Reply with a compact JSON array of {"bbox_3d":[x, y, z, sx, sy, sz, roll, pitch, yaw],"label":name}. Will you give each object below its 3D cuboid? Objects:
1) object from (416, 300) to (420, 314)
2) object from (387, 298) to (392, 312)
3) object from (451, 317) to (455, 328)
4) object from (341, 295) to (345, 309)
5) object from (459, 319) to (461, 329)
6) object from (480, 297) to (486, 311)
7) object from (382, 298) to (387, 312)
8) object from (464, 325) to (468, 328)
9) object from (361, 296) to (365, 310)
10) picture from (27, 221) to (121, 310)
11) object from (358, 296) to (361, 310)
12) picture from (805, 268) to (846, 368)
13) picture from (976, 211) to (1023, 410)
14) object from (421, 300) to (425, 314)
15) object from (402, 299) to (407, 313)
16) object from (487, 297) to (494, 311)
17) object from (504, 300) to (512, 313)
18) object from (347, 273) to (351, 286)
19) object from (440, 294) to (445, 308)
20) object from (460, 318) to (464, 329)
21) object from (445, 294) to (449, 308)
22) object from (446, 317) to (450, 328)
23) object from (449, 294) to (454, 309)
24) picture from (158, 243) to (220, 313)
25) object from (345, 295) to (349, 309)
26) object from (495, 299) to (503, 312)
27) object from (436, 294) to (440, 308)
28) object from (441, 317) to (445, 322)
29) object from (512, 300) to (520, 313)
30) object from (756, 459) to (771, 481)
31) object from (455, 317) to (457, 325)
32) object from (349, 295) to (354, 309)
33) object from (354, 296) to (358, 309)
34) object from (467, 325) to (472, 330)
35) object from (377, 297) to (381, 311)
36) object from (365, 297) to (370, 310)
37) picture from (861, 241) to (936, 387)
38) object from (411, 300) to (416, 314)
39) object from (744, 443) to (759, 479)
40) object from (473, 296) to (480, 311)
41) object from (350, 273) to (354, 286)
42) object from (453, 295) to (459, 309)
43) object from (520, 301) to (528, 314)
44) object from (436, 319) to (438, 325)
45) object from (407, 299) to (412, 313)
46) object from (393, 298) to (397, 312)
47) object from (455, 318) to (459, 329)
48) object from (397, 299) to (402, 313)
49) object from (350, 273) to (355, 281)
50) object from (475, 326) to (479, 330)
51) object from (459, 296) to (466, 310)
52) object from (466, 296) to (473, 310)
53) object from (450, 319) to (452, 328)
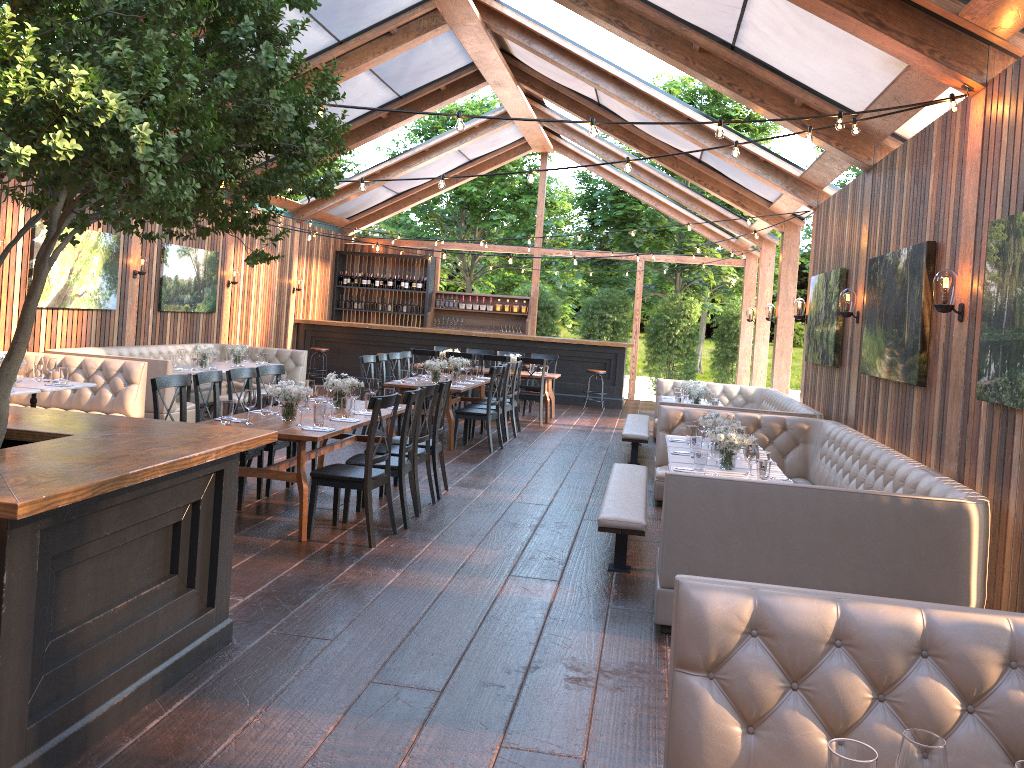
[{"bbox_3d":[-2.085,-1.711,19.645,0.094,0.308,0.094,4,1,10],"label":"object"},{"bbox_3d":[-2.731,-1.766,19.759,0.094,0.308,0.094,4,1,6],"label":"object"},{"bbox_3d":[-1.324,-1.364,19.716,0.092,0.244,0.092,4,1,-16],"label":"object"},{"bbox_3d":[-3.802,-1.854,19.930,0.094,0.308,0.094,4,1,14],"label":"object"},{"bbox_3d":[-1.143,-1.358,19.794,0.092,0.244,0.092,4,1,-16],"label":"object"},{"bbox_3d":[-0.642,-1.783,19.704,0.138,0.311,0.138,4,1,3],"label":"object"},{"bbox_3d":[-2.847,-1.777,19.795,0.094,0.308,0.094,4,1,9],"label":"object"},{"bbox_3d":[-1.020,-1.273,19.770,0.124,0.096,0.124,5,3,20],"label":"object"},{"bbox_3d":[-3.343,-1.816,19.857,0.095,0.308,0.094,5,1,30],"label":"object"},{"bbox_3d":[-5.401,-1.436,10.992,0.065,0.996,1.653,4,3,9],"label":"picture"},{"bbox_3d":[-3.425,-1.828,19.930,0.094,0.308,0.094,4,1,-27],"label":"object"},{"bbox_3d":[3.377,-0.710,9.593,0.065,0.996,1.653,4,3,9],"label":"picture"},{"bbox_3d":[2.523,-0.354,4.126,0.065,0.996,1.653,4,3,9],"label":"picture"},{"bbox_3d":[-1.977,-1.705,19.664,0.095,0.308,0.094,5,1,35],"label":"object"},{"bbox_3d":[-2.394,-1.739,19.720,0.094,0.308,0.094,4,1,-27],"label":"object"},{"bbox_3d":[-0.482,-1.772,19.700,0.138,0.311,0.138,4,1,13],"label":"object"},{"bbox_3d":[-0.100,-1.729,19.652,0.176,0.288,0.109,4,1,14],"label":"object"},{"bbox_3d":[-3.667,-2.351,19.896,0.077,0.307,0.077,4,1,25],"label":"object"},{"bbox_3d":[-1.552,-1.864,19.853,0.094,0.318,0.094,4,1,24],"label":"object"},{"bbox_3d":[-1.119,-1.347,19.682,0.092,0.244,0.092,4,1,-16],"label":"object"},{"bbox_3d":[-1.447,-1.857,19.867,0.094,0.318,0.094,4,1,4],"label":"object"},{"bbox_3d":[-1.433,-1.373,19.725,0.092,0.244,0.092,5,1,29],"label":"object"},{"bbox_3d":[-1.353,-1.847,19.818,0.094,0.318,0.094,4,1,4],"label":"object"},{"bbox_3d":[-4.978,-1.612,13.702,0.065,0.996,1.653,4,3,9],"label":"picture"},{"bbox_3d":[-3.711,-1.847,19.925,0.094,0.308,0.095,4,1,-26],"label":"object"},{"bbox_3d":[-0.295,-1.743,19.660,0.176,0.288,0.109,4,1,4],"label":"object"},{"bbox_3d":[-1.650,-1.874,19.896,0.094,0.318,0.094,4,1,9],"label":"object"},{"bbox_3d":[-1.544,-1.383,19.750,0.092,0.244,0.092,5,1,29],"label":"object"},{"bbox_3d":[0.084,-1.711,19.582,0.176,0.288,0.109,4,1,4],"label":"object"},{"bbox_3d":[1.596,0.563,5.624,0.092,0.158,0.092,4,1,-5],"label":"object"},{"bbox_3d":[-1.244,-1.366,19.806,0.092,0.244,0.092,4,1,-16],"label":"object"},{"bbox_3d":[-3.608,-1.842,19.946,0.094,0.308,0.094,5,1,36],"label":"object"},{"bbox_3d":[-3.514,-1.834,19.929,0.094,0.308,0.094,4,1,6],"label":"object"},{"bbox_3d":[-0.946,-1.257,19.629,0.124,0.096,0.124,5,3,20],"label":"object"},{"bbox_3d":[-2.965,-1.783,19.767,0.094,0.308,0.094,4,1,-9],"label":"object"},{"bbox_3d":[-3.239,-1.811,19.882,0.094,0.308,0.094,4,1,5],"label":"object"},{"bbox_3d":[2.947,-0.530,6.836,0.065,0.996,1.653,4,3,9],"label":"picture"},{"bbox_3d":[-2.186,-1.721,19.674,0.094,0.308,0.094,4,1,5],"label":"object"},{"bbox_3d":[1.550,0.508,5.731,0.092,0.244,0.092,3,1,-33],"label":"object"},{"bbox_3d":[-0.789,-1.796,19.734,0.138,0.311,0.138,4,1,13],"label":"object"},{"bbox_3d":[-3.583,-2.345,19.861,0.077,0.309,0.077,4,1,-13],"label":"object"},{"bbox_3d":[-1.247,-1.839,19.818,0.094,0.318,0.094,4,1,19],"label":"object"},{"bbox_3d":[0.273,-1.698,19.587,0.176,0.288,0.109,4,1,14],"label":"object"},{"bbox_3d":[-1.691,-1.358,19.685,0.070,0.185,0.070,4,1,13],"label":"object"},{"bbox_3d":[-2.283,-1.731,19.718,0.095,0.308,0.094,5,1,30],"label":"object"},{"bbox_3d":[-2.613,-1.758,19.765,0.094,0.308,0.094,5,1,36],"label":"object"},{"bbox_3d":[-1.225,-1.355,19.690,0.092,0.244,0.092,4,1,-16],"label":"object"},{"bbox_3d":[-2.505,-1.746,19.711,0.094,0.308,0.095,4,1,-26],"label":"object"},{"bbox_3d":[-3.626,-2.360,20.000,0.136,0.315,0.136,3,1,-29],"label":"object"},{"bbox_3d":[-0.790,-1.248,19.662,0.124,0.096,0.124,4,3,-2],"label":"object"},{"bbox_3d":[-1.099,-1.822,19.794,0.138,0.311,0.138,4,1,13],"label":"object"},{"bbox_3d":[-0.945,-1.809,19.765,0.138,0.311,0.138,4,1,9],"label":"object"},{"bbox_3d":[-1.341,-1.373,19.815,0.092,0.244,0.092,5,1,29],"label":"object"}]
